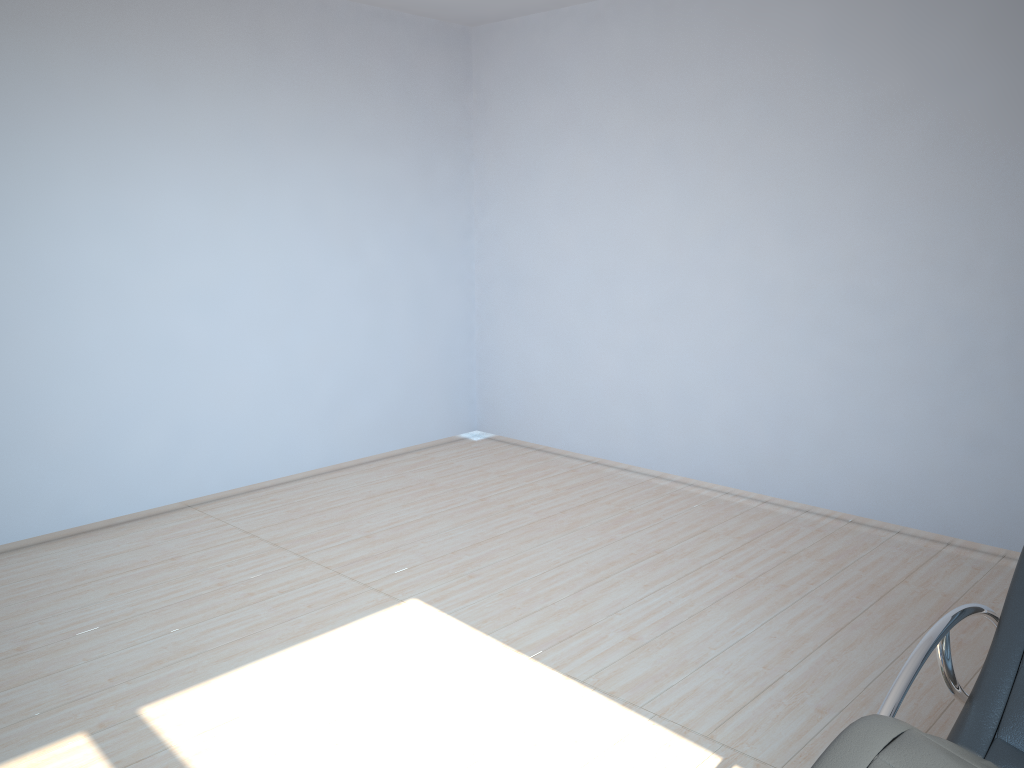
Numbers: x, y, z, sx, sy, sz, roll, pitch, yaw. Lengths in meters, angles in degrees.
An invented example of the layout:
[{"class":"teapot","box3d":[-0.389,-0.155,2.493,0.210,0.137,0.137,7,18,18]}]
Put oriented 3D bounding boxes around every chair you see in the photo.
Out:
[{"class":"chair","box3d":[1.230,0.812,1.808,0.836,0.953,2.114,10,14,42]}]
